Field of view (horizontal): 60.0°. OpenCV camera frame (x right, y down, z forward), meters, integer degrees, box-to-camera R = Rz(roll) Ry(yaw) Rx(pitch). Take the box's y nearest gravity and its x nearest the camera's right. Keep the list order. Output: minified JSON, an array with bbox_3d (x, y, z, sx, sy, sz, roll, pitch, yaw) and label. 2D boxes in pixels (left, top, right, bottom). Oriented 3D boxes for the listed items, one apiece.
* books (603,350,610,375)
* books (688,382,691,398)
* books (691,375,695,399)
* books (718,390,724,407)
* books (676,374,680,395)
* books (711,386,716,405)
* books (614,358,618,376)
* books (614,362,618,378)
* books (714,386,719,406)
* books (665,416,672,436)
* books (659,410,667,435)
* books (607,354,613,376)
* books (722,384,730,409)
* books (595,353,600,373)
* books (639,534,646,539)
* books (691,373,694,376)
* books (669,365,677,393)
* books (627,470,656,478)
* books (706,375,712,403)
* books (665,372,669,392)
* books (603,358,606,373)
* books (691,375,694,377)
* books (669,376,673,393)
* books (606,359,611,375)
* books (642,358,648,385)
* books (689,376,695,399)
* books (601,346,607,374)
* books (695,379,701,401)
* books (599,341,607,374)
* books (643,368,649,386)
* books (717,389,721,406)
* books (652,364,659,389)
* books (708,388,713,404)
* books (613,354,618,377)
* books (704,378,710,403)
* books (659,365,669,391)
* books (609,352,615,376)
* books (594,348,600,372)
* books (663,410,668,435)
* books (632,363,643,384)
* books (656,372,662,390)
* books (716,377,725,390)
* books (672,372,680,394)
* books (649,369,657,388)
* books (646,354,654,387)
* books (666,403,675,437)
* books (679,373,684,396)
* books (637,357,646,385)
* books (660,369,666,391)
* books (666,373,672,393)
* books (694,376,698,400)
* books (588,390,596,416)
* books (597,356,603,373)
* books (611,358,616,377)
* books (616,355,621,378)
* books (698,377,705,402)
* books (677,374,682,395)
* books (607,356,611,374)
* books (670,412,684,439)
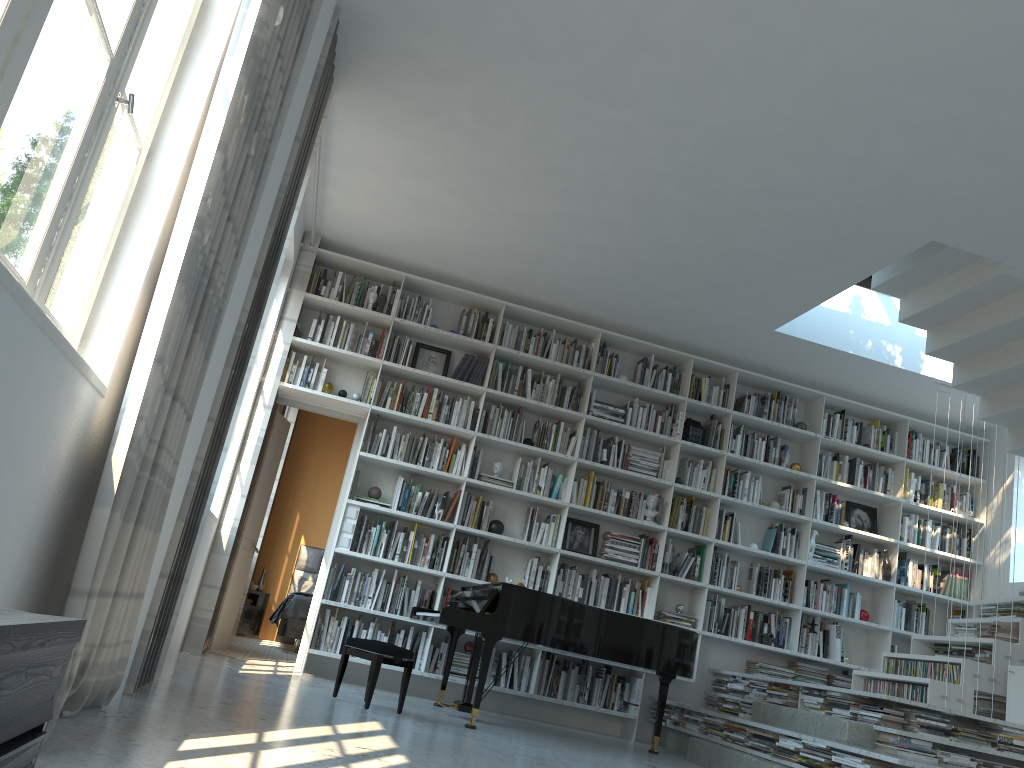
[{"bbox_3d":[0.776,-0.142,7.512,0.011,0.264,0.164,15,-16,-10],"label":"books"},{"bbox_3d":[1.490,0.090,7.650,0.015,0.192,0.160,15,-16,-10],"label":"books"},{"bbox_3d":[1.542,0.067,7.660,0.034,0.260,0.158,15,-16,-10],"label":"books"},{"bbox_3d":[1.776,0.164,7.699,0.022,0.193,0.182,15,-16,-10],"label":"books"},{"bbox_3d":[1.397,0.041,7.646,0.014,0.243,0.145,15,-16,-10],"label":"books"},{"bbox_3d":[1.703,0.138,7.678,0.024,0.201,0.180,15,-16,-10],"label":"books"},{"bbox_3d":[0.852,-0.107,7.550,0.013,0.249,0.148,15,-16,-10],"label":"books"},{"bbox_3d":[0.859,-0.077,7.534,0.010,0.186,0.153,15,-16,-10],"label":"books"},{"bbox_3d":[1.732,0.139,7.681,0.031,0.212,0.170,15,-16,-10],"label":"books"},{"bbox_3d":[1.294,0.392,7.516,0.029,0.202,0.192,15,-16,-10],"label":"books"},{"bbox_3d":[1.243,0.355,7.510,0.032,0.247,0.173,15,-16,-10],"label":"books"},{"bbox_3d":[0.809,-0.119,7.536,0.014,0.247,0.139,15,-16,-10],"label":"books"},{"bbox_3d":[1.821,0.143,7.699,0.029,0.252,0.186,15,-16,-10],"label":"books"},{"bbox_3d":[0.694,-0.140,7.512,0.023,0.227,0.157,15,-16,-10],"label":"books"},{"bbox_3d":[1.043,1.380,7.254,0.011,0.298,0.130,15,-16,-10],"label":"books"},{"bbox_3d":[1.522,0.055,7.667,0.007,0.278,0.150,15,-16,-10],"label":"books"},{"bbox_3d":[1.365,0.000,7.645,0.012,0.307,0.138,15,-16,-10],"label":"books"},{"bbox_3d":[1.051,0.764,7.381,0.254,0.012,0.161,14,-17,-7],"label":"books"},{"bbox_3d":[1.675,0.084,7.686,0.010,0.296,0.168,15,-16,-10],"label":"books"},{"bbox_3d":[1.287,0.020,7.606,0.012,0.216,0.180,15,-16,-10],"label":"books"},{"bbox_3d":[0.753,-0.111,7.527,0.011,0.205,0.146,15,-16,-10],"label":"books"},{"bbox_3d":[1.516,0.060,7.653,0.006,0.259,0.166,15,-16,-10],"label":"books"},{"bbox_3d":[1.341,0.047,7.635,0.014,0.204,0.135,15,-16,-10],"label":"books"},{"bbox_3d":[0.782,-0.103,7.518,0.023,0.195,0.172,15,-16,-10],"label":"books"},{"bbox_3d":[1.107,-0.066,7.588,0.011,0.295,0.157,15,-16,-10],"label":"books"},{"bbox_3d":[1.512,0.065,7.635,0.007,0.238,0.192,15,-16,-10],"label":"books"},{"bbox_3d":[0.755,-0.159,7.526,0.010,0.295,0.153,15,-16,-10],"label":"books"},{"bbox_3d":[1.572,0.086,7.652,0.015,0.233,0.171,15,-16,-10],"label":"books"},{"bbox_3d":[0.747,-0.182,7.536,0.014,0.340,0.145,15,-16,-10],"label":"books"},{"bbox_3d":[1.115,-0.017,7.591,0.031,0.208,0.147,15,-16,-10],"label":"books"},{"bbox_3d":[1.752,0.156,7.703,0.025,0.203,0.162,15,-16,-10],"label":"books"},{"bbox_3d":[1.206,-0.022,7.615,0.028,0.269,0.140,15,-16,-10],"label":"books"},{"bbox_3d":[1.679,0.142,7.670,0.022,0.179,0.173,15,-16,-10],"label":"books"},{"bbox_3d":[0.849,-0.116,7.531,0.005,0.254,0.168,15,-16,-10],"label":"books"},{"bbox_3d":[1.650,0.094,7.695,0.030,0.273,0.152,15,-16,-10],"label":"books"},{"bbox_3d":[1.285,-0.010,7.601,0.010,0.269,0.180,15,-16,-10],"label":"books"},{"bbox_3d":[0.825,-0.125,7.534,0.013,0.263,0.147,15,-16,-10],"label":"books"},{"bbox_3d":[0.677,-0.163,7.493,0.026,0.252,0.186,15,-16,-10],"label":"books"},{"bbox_3d":[1.269,0.361,7.532,0.029,0.260,0.133,15,-16,-10],"label":"books"},{"bbox_3d":[1.066,-0.049,7.584,0.012,0.244,0.151,15,-16,-10],"label":"books"},{"bbox_3d":[1.233,0.012,7.593,0.033,0.202,0.166,15,-16,-10],"label":"books"},{"bbox_3d":[1.802,0.109,7.737,0.012,0.328,0.128,15,-16,-10],"label":"books"},{"bbox_3d":[1.379,0.033,7.633,0.028,0.243,0.161,15,-16,-10],"label":"books"},{"bbox_3d":[1.167,-0.009,7.584,0.050,0.210,0.173,15,-16,-10],"label":"books"},{"bbox_3d":[1.152,-0.074,7.590,0.010,0.330,0.186,15,-16,-10],"label":"books"},{"bbox_3d":[1.325,0.338,7.546,0.012,0.333,0.156,15,-16,-10],"label":"books"},{"bbox_3d":[1.429,0.043,7.652,0.022,0.256,0.137,15,-16,-10],"label":"books"},{"bbox_3d":[1.087,-0.072,7.576,0.014,0.291,0.176,15,-16,-10],"label":"books"},{"bbox_3d":[1.262,0.005,7.608,0.023,0.236,0.154,15,-16,-10],"label":"books"},{"bbox_3d":[1.307,0.027,7.591,0.023,0.201,0.193,15,-16,-10],"label":"books"},{"bbox_3d":[1.560,0.074,7.671,0.008,0.261,0.142,15,-16,-10],"label":"books"},{"bbox_3d":[0.641,0.191,7.391,0.021,0.248,0.192,15,-16,-10],"label":"books"},{"bbox_3d":[0.716,-0.122,7.500,0.026,0.194,0.167,15,-16,-10],"label":"books"},{"bbox_3d":[0.835,-0.101,7.527,0.016,0.218,0.144,15,-16,-10],"label":"books"},{"bbox_3d":[0.877,-0.108,7.539,0.011,0.255,0.144,15,-16,-10],"label":"books"},{"bbox_3d":[1.613,0.087,7.666,0.054,0.254,0.191,15,-16,-10],"label":"books"},{"bbox_3d":[1.412,0.045,7.640,0.014,0.238,0.153,15,-16,-10],"label":"books"},{"bbox_3d":[0.795,-0.112,7.544,0.006,0.232,0.136,15,-16,-10],"label":"books"},{"bbox_3d":[1.363,0.377,7.479,0.037,0.236,0.273,15,-16,-10],"label":"books"}]
